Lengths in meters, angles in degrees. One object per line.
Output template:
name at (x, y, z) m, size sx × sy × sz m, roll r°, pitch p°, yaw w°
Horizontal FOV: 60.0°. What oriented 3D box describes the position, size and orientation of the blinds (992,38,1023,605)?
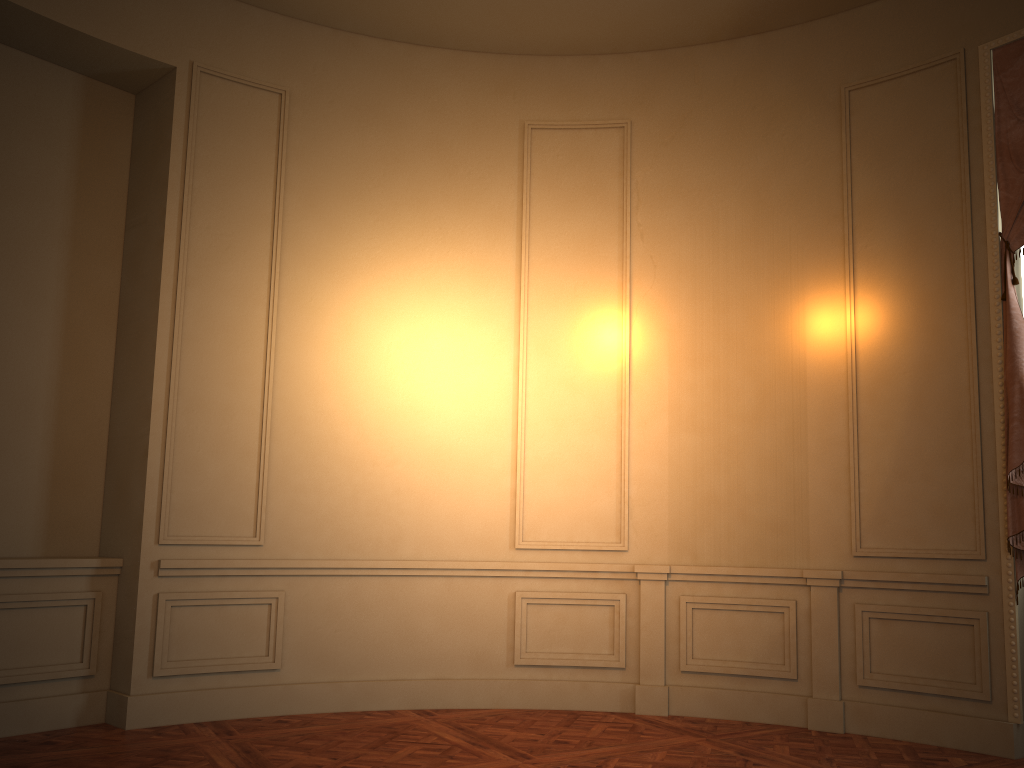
blinds at (2.874, -0.447, 4.082) m, size 0.292 × 2.963 × 1.310 m, roll 5°, pitch -9°, yaw -30°
